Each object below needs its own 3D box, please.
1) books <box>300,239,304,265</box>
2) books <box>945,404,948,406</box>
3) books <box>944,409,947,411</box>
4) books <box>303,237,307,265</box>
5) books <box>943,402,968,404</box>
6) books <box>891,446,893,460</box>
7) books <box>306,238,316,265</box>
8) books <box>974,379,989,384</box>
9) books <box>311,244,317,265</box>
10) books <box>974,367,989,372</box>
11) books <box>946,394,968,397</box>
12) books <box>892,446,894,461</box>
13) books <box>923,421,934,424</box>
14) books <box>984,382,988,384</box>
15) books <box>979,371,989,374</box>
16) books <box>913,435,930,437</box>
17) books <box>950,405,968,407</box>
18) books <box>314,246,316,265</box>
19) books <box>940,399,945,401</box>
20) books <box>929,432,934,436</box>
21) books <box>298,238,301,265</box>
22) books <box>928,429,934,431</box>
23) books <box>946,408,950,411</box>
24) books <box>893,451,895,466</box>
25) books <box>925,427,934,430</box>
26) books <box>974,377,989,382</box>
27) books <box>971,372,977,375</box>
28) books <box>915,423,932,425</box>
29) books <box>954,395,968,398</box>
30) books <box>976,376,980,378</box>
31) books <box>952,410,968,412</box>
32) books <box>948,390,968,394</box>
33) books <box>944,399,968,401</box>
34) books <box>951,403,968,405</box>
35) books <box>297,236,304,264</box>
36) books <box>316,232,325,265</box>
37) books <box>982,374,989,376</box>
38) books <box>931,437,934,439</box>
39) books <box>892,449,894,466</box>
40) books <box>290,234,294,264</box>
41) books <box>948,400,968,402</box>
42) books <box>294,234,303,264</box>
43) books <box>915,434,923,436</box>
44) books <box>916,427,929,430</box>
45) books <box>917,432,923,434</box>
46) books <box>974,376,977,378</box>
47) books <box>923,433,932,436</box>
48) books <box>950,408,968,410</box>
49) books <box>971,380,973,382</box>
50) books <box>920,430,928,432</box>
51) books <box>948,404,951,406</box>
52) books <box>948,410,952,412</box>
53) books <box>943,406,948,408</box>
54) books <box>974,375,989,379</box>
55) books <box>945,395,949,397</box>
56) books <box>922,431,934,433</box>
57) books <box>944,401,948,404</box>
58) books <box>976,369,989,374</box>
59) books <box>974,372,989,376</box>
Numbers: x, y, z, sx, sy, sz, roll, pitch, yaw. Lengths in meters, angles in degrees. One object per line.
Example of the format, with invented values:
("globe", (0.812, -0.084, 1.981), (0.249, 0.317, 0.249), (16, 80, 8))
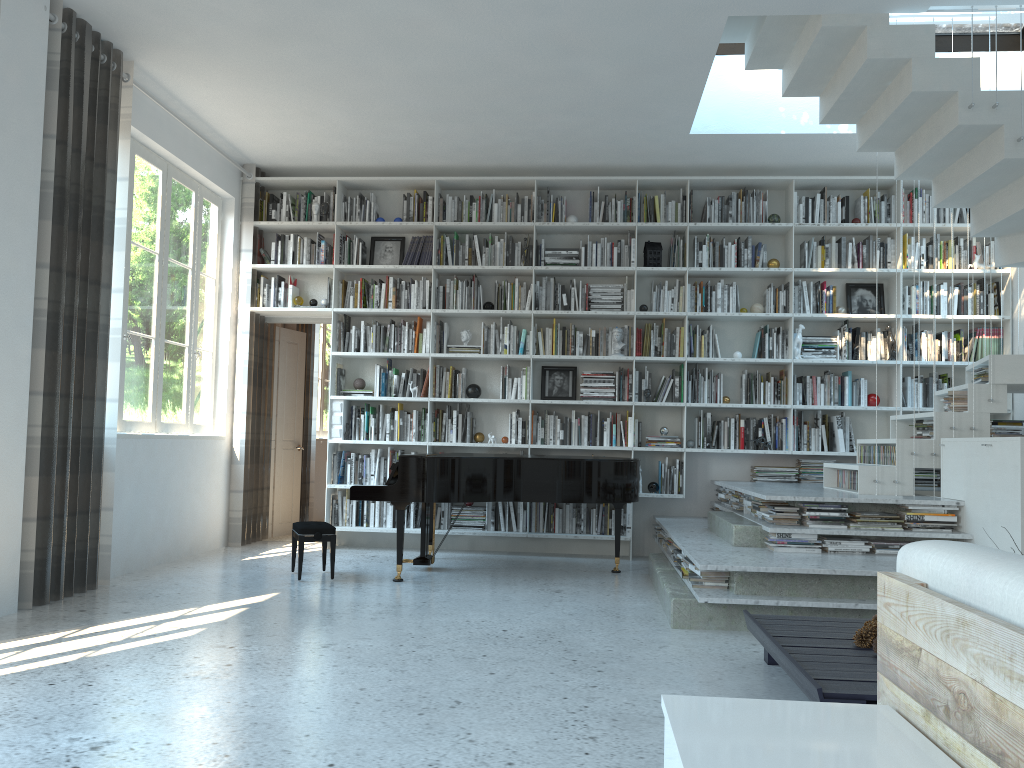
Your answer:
("books", (-1.801, -1.116, 7.690), (0.021, 0.244, 0.174), (1, -3, 5))
("books", (3.146, 0.142, 6.187), (0.143, 0.019, 0.231), (1, -4, 4))
("books", (3.143, 0.179, 6.185), (0.138, 0.010, 0.254), (1, -4, 2))
("books", (-1.767, -1.124, 7.686), (0.025, 0.261, 0.167), (1, -3, 5))
("books", (2.937, 0.119, 5.680), (0.295, 0.006, 0.146), (-2, -5, 39))
("books", (2.489, 0.460, 5.652), (0.125, 0.123, 0.034), (1, -3, 5))
("books", (-1.739, -1.119, 7.683), (0.030, 0.250, 0.166), (1, -3, 5))
("books", (3.188, -0.016, 5.882), (0.182, 0.013, 0.287), (0, -4, 19))
("books", (-1.709, -1.098, 7.697), (0.028, 0.212, 0.138), (1, -3, 5))
("books", (3.193, -0.093, 5.886), (0.191, 0.013, 0.243), (0, -4, 16))
("books", (2.939, 0.072, 5.684), (0.254, 0.005, 0.161), (-2, -5, 37))
("books", (2.487, 0.459, 5.636), (0.125, 0.123, 0.036), (1, -3, 5))
("books", (2.911, 0.264, 5.993), (0.177, 0.014, 0.194), (1, -4, 0))
("books", (3.216, -0.003, 5.874), (0.130, 0.014, 0.249), (0, -4, 18))
("books", (3.210, -0.073, 5.880), (0.144, 0.011, 0.257), (1, -4, 12))
("books", (2.934, 0.367, 6.210), (0.158, 0.009, 0.216), (2, -4, -2))
("books", (2.945, 0.144, 5.690), (0.222, 0.011, 0.180), (-1, -5, 36))
("books", (-1.680, -1.089, 7.703), (0.029, 0.197, 0.144), (1, -3, 5))
("books", (3.125, 0.110, 6.190), (0.173, 0.011, 0.203), (1, -4, 0))
("books", (2.797, 0.322, 5.724), (0.172, 0.019, 0.240), (-1, -4, 30))
("books", (-1.817, -1.119, 7.691), (0.012, 0.249, 0.192), (1, -3, 5))
("books", (2.922, 0.315, 5.989), (0.149, 0.013, 0.220), (1, -4, 10))
("books", (3.035, 0.169, 5.922), (0.200, 0.014, 0.177), (1, -4, 9))
("books", (2.487, 0.458, 5.627), (0.125, 0.123, 0.034), (1, -3, 5))
("books", (2.909, 0.302, 5.991), (0.189, 0.012, 0.155), (1, -4, 8))
("books", (3.187, -0.030, 5.883), (0.191, 0.014, 0.244), (0, -4, 18))
("books", (3.311, -0.081, 6.159), (0.190, 0.015, 0.230), (0, -4, 19))
("books", (2.942, 0.283, 6.214), (0.161, 0.012, 0.195), (1, -4, 2))
("books", (2.948, 0.084, 5.696), (0.184, 0.016, 0.179), (-1, -5, 33))
("books", (3.316, -0.047, 6.156), (0.162, 0.008, 0.290), (0, -4, 24))
("books", (2.949, 0.175, 5.694), (0.206, 0.012, 0.183), (-1, -5, 32))
("books", (2.945, 0.058, 5.691), (0.234, 0.025, 0.157), (-2, -5, 42))
("books", (2.937, 0.102, 5.681), (0.295, 0.007, 0.146), (-1, -5, 35))
("books", (2.937, 0.130, 5.679), (0.214, 0.014, 0.138), (-1, -5, 32))
("books", (-1.829, -1.129, 7.693), (0.013, 0.268, 0.162), (1, -3, 5))
("books", (-1.661, -1.143, 7.679), (0.012, 0.303, 0.189), (1, -3, 5))
("books", (3.207, -0.053, 5.880), (0.154, 0.014, 0.197), (0, -4, 18))
("books", (2.926, 0.366, 5.986), (0.137, 0.013, 0.199), (1, -4, 12))
("books", (2.488, 0.460, 5.644), (0.125, 0.123, 0.035), (1, -3, 5))
("books", (-1.884, -1.139, 7.687), (0.021, 0.286, 0.179), (1, -3, 5))
("books", (2.946, 0.112, 5.693), (0.232, 0.011, 0.171), (-2, -5, 41))
("books", (-1.854, -1.140, 7.704), (0.037, 0.291, 0.155), (1, -3, 5))
("books", (2.931, 0.357, 6.211), (0.159, 0.012, 0.225), (1, -4, 13))
("books", (2.946, 0.315, 6.212), (0.140, 0.022, 0.181), (2, -4, -2))
("books", (2.945, 0.343, 6.211), (0.145, 0.015, 0.166), (1, -4, 0))
("books", (3.315, -0.054, 6.156), (0.168, 0.005, 0.292), (0, -4, 23))
("books", (2.909, 0.343, 5.989), (0.175, 0.016, 0.207), (1, -4, 0))
("books", (2.946, 0.162, 5.691), (0.215, 0.013, 0.189), (-2, -5, 37))
("books", (3.312, -0.029, 6.156), (0.170, 0.006, 0.268), (0, -4, 16))
("books", (2.953, 0.331, 6.211), (0.132, 0.010, 0.198), (1, -4, 9))
("books", (3.034, 0.126, 5.911), (0.178, 0.035, 0.222), (1, -4, 10))
("books", (3.039, 0.186, 5.950), (0.184, 0.016, 0.128), (1, -4, 12))
("books", (3.144, 0.158, 6.186), (0.145, 0.012, 0.297), (1, -4, 4))
("books", (3.196, -0.042, 5.882), (0.187, 0.009, 0.261), (0, -4, 15))
("books", (3.140, 0.084, 6.190), (0.157, 0.014, 0.180), (1, -4, 3))
("books", (2.909, 0.328, 5.990), (0.184, 0.013, 0.225), (1, -4, 2))
("books", (3.141, 0.124, 6.188), (0.149, 0.017, 0.240), (1, -4, 3))
("books", (3.201, -0.082, 5.883), (0.174, 0.009, 0.240), (0, -4, 14))
("books", (3.197, -0.063, 5.883), (0.176, 0.007, 0.254), (1, -4, 13))
